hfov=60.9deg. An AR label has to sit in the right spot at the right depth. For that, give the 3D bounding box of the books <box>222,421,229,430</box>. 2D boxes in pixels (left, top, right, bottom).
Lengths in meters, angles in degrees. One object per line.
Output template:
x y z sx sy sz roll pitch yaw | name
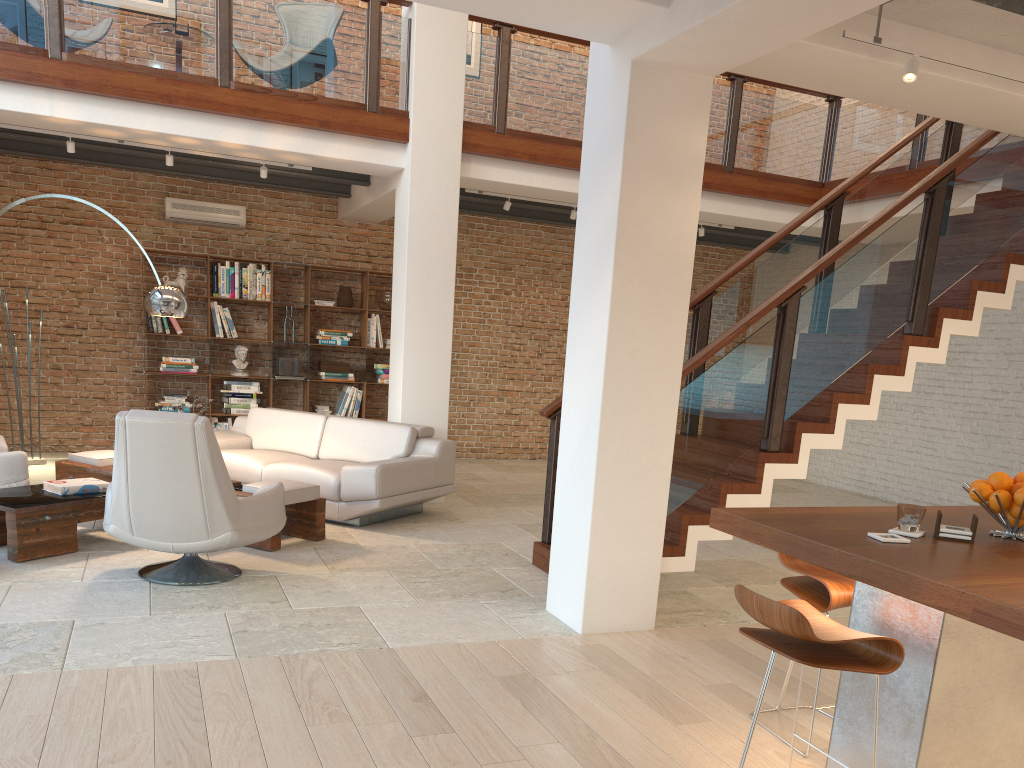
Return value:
-3.254 0.591 9.891 0.055 0.339 0.247 -1 10 -23 | books

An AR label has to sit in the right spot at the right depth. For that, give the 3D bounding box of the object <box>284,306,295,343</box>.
-2.511 -0.673 9.827 0.121 0.411 0.060 0 13 -19 | object

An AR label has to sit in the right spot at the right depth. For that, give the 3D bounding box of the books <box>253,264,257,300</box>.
-2.857 -1.122 9.640 0.036 0.394 0.236 -1 11 -23 | books

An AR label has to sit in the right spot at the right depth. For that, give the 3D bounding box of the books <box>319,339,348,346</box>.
-2.071 -0.481 10.101 0.327 0.057 0.248 3 3 -13 | books

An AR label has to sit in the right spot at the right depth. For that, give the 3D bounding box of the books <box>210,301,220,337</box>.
-3.277 -0.710 9.587 0.101 0.395 0.236 -1 11 -22 | books

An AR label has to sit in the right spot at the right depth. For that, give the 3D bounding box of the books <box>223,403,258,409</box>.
-3.079 0.241 9.885 0.362 0.057 0.275 3 3 -20 | books

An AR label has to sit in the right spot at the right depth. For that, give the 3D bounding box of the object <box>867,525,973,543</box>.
1.326 0.485 2.868 0.396 0.036 0.193 3 3 -19 | object

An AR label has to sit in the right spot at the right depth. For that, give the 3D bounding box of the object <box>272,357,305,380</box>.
-2.552 -0.180 9.952 0.336 0.240 0.276 1 7 -22 | object

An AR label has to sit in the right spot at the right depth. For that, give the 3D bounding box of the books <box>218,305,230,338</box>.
-3.189 -0.687 9.613 0.124 0.358 0.264 -1 10 -22 | books

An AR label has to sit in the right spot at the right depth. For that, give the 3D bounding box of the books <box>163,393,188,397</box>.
-3.710 0.119 9.603 0.252 0.017 0.158 3 3 -22 | books

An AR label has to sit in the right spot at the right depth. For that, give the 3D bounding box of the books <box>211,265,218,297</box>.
-3.238 -1.114 9.500 0.055 0.339 0.247 -1 10 -23 | books

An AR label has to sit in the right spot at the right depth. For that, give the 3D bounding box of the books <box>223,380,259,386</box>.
-3.058 -0.013 9.830 0.380 0.037 0.238 3 3 -22 | books

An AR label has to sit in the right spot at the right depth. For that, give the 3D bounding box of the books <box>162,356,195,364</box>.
-3.643 -0.264 9.535 0.327 0.057 0.248 3 3 -20 | books

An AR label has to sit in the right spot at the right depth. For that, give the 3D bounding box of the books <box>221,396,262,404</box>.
-3.059 0.182 9.862 0.379 0.066 0.239 2 4 -36 | books

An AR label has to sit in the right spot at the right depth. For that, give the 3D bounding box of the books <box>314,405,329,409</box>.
-2.238 0.271 10.240 0.132 0.035 0.201 2 3 -28 | books

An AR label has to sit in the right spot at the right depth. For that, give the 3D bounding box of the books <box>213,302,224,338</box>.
-3.233 -0.706 9.581 0.103 0.394 0.236 -1 11 -22 | books

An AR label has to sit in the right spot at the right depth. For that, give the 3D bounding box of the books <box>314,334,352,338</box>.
-2.070 -0.555 10.082 0.379 0.019 0.238 3 3 -30 | books

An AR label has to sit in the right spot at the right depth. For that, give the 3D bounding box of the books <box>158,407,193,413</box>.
-3.714 0.273 9.630 0.327 0.057 0.248 3 3 -13 | books

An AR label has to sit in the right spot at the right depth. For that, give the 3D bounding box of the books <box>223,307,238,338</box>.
-3.123 -0.675 9.637 0.158 0.338 0.247 -1 10 -22 | books

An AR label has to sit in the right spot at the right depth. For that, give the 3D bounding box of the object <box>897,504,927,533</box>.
1.320 0.446 2.892 0.091 0.087 0.088 3 7 -8 | object

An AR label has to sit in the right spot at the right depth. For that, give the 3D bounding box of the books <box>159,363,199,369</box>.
-3.646 -0.196 9.531 0.379 0.037 0.238 3 3 -29 | books

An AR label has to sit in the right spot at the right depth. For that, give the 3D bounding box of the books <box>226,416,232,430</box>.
-3.203 0.565 9.928 0.079 0.396 0.236 -1 11 -23 | books

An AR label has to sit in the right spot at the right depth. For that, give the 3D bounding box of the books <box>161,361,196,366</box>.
-3.654 -0.226 9.542 0.356 0.021 0.265 3 3 -24 | books

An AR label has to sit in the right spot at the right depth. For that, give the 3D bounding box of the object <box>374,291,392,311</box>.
-1.397 -0.963 10.240 0.435 0.225 0.427 5 5 19 | object

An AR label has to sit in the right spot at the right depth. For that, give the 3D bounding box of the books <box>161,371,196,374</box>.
-3.657 -0.131 9.557 0.356 0.021 0.265 3 3 -23 | books

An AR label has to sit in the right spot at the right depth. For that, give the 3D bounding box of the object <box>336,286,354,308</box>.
-1.910 -0.993 9.982 0.191 0.239 0.190 8 9 25 | object

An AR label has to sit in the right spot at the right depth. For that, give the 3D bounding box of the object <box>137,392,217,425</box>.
-2.357 0.351 6.236 0.311 0.624 0.536 12 11 38 | object

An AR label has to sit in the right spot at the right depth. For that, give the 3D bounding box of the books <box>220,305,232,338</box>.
-3.172 -0.687 9.630 0.124 0.358 0.264 -1 10 -22 | books

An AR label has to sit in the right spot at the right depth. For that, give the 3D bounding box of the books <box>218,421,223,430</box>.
-3.309 0.589 9.875 0.057 0.339 0.247 -1 10 -23 | books

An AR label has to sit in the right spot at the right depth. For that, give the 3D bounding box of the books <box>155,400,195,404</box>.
-3.713 0.199 9.610 0.379 0.019 0.238 3 3 -30 | books

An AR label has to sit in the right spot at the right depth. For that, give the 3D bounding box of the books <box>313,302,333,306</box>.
-2.147 -0.905 9.912 0.206 0.035 0.129 3 3 -22 | books

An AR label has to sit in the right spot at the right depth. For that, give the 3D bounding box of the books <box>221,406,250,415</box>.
-3.075 0.303 9.881 0.379 0.066 0.238 2 3 -28 | books

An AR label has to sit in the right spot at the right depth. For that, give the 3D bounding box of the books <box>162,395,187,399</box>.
-3.727 0.144 9.623 0.236 0.019 0.167 3 3 -29 | books

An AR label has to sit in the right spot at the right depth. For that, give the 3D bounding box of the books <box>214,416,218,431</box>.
-3.353 0.559 9.859 0.036 0.394 0.236 -1 11 -23 | books

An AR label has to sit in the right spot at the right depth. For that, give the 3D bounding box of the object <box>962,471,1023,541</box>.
1.724 0.413 2.959 0.358 0.228 0.361 7 6 33 | object

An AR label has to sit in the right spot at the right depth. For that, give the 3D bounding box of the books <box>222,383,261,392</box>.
-3.059 0.038 9.847 0.379 0.066 0.238 2 3 -28 | books

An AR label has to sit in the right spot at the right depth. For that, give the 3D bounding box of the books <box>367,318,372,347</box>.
-1.704 -0.601 10.218 0.055 0.339 0.247 -1 10 -23 | books

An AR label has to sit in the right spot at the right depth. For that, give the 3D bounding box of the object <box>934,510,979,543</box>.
1.463 0.470 2.875 0.113 0.084 0.092 6 7 22 | object

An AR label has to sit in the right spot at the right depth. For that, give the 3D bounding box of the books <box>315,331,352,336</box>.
-2.064 -0.582 10.069 0.379 0.037 0.238 3 3 -29 | books

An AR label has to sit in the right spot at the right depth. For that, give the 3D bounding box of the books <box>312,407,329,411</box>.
-2.250 0.297 10.236 0.162 0.017 0.246 3 3 -23 | books

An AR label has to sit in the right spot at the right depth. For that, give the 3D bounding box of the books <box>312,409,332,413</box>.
-2.237 0.315 10.257 0.171 0.019 0.231 2 3 -30 | books

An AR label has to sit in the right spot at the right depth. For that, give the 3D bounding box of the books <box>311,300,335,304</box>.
-2.153 -0.933 9.911 0.236 0.019 0.167 3 3 -29 | books

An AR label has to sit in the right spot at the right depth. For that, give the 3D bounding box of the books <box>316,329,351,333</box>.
-2.072 -0.613 10.079 0.356 0.021 0.265 3 3 -24 | books

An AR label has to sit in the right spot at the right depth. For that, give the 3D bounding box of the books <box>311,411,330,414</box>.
-2.253 0.341 10.246 0.162 0.017 0.246 3 3 -28 | books

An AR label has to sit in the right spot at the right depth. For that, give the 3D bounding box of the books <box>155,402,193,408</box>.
-3.733 0.225 9.619 0.380 0.037 0.238 3 3 -22 | books

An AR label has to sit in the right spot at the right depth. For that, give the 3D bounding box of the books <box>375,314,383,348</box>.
-1.590 -0.624 10.282 0.101 0.395 0.236 -1 11 -22 | books

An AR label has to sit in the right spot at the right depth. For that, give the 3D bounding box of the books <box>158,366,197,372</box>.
-3.662 -0.160 9.541 0.379 0.037 0.238 3 3 -27 | books

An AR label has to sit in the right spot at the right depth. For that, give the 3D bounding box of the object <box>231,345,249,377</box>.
-3.043 -0.264 9.764 0.196 0.360 0.187 3 10 -7 | object

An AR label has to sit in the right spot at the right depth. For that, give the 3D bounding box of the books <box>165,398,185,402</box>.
-3.721 0.171 9.625 0.206 0.035 0.129 3 3 -22 | books

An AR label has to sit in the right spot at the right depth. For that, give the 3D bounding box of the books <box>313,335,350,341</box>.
-2.090 -0.529 10.091 0.380 0.037 0.238 3 3 -22 | books

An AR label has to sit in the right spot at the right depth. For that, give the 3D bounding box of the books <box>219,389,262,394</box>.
-3.063 0.082 9.837 0.445 0.021 0.265 3 3 -22 | books

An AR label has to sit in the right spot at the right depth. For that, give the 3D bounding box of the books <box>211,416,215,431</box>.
-3.381 0.558 9.831 0.036 0.394 0.236 -1 11 -23 | books

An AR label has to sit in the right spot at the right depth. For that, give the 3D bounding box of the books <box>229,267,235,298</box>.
-3.080 -1.106 9.566 0.055 0.339 0.247 -1 10 -23 | books

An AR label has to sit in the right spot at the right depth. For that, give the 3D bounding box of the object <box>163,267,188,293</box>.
-3.587 -1.112 9.292 0.252 0.291 0.126 2 11 -15 | object

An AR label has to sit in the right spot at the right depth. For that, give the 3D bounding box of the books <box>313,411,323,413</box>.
-2.242 0.329 10.251 0.156 0.008 0.237 3 3 -28 | books

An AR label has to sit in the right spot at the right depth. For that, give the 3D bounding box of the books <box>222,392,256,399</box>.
-3.076 0.120 9.828 0.326 0.057 0.249 3 3 -28 | books
